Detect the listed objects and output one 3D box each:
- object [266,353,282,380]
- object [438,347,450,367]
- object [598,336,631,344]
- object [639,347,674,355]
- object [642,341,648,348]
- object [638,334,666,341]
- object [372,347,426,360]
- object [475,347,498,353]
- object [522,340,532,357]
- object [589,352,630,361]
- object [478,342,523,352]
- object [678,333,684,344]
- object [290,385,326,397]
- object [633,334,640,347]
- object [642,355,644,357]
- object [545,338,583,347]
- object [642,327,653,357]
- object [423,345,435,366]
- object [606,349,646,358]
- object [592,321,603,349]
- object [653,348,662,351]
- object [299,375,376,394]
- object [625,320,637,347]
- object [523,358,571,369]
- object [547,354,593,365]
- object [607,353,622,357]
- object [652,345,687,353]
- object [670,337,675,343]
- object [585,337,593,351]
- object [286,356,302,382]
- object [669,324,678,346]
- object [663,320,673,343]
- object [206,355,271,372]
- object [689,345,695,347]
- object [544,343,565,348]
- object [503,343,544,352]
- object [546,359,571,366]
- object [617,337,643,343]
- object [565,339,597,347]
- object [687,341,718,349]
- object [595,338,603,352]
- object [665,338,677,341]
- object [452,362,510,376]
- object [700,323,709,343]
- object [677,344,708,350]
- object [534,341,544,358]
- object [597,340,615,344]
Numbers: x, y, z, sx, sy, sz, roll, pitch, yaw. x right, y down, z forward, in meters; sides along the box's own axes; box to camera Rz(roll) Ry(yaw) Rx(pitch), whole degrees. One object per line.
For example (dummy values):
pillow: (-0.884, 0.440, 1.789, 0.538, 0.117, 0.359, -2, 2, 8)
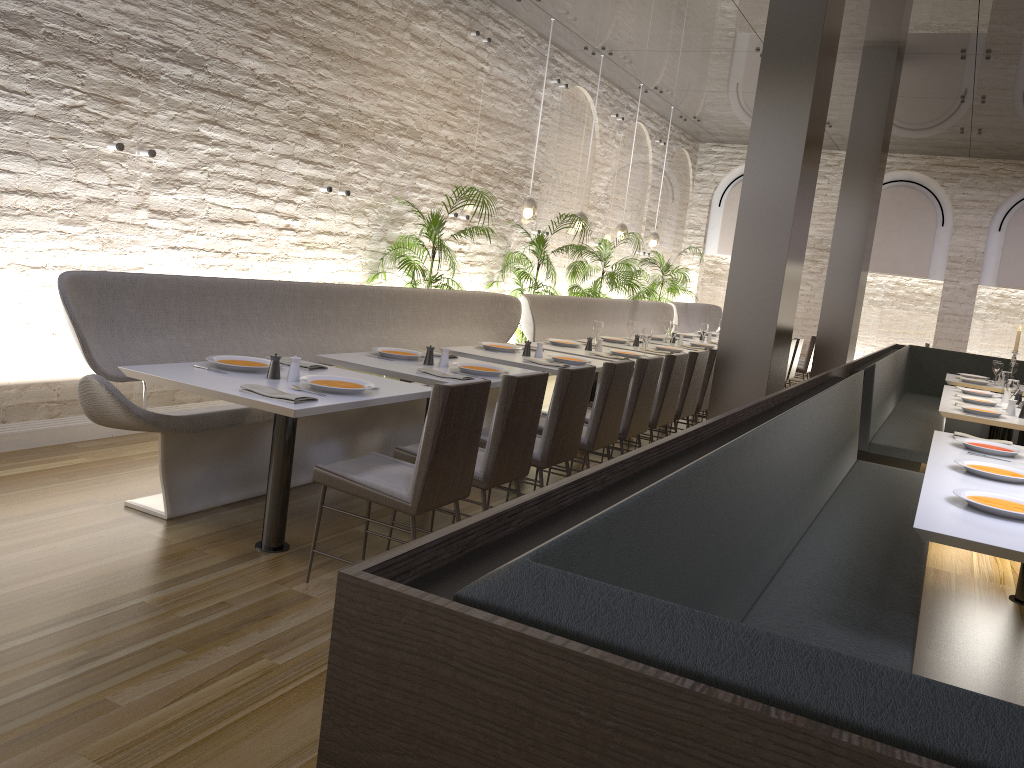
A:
object: (-1.022, -0.078, 3.815, 0.059, 0.109, 0.059, 9, 6, 18)
object: (-0.375, -0.152, 4.942, 0.059, 0.109, 0.059, 9, 6, 18)
object: (0.949, -0.409, 8.270, 0.322, 0.036, 0.323, 8, 8, 8)
object: (1.259, -0.284, 7.711, 0.273, 0.033, 0.143, 11, 9, 26)
object: (1.222, -0.391, 8.108, 0.059, 0.109, 0.059, 9, 6, 18)
object: (1.473, -0.487, 9.306, 0.322, 0.036, 0.323, 8, 8, 4)
object: (-0.648, -0.170, 5.104, 0.322, 0.036, 0.323, 8, 8, 4)
object: (-0.173, -0.233, 6.059, 0.186, 0.010, 0.017, 11, 8, 26)
object: (0.105, -0.246, 6.048, 0.059, 0.109, 0.059, 9, 6, 18)
object: (0.735, -0.206, 6.673, 0.273, 0.033, 0.143, 11, 9, 26)
object: (-0.085, -0.255, 6.220, 0.322, 0.036, 0.323, 8, 8, 4)
object: (1.745, -0.469, 9.144, 0.059, 0.109, 0.059, 9, 6, 18)
object: (-0.826, 0.027, 3.588, 0.182, 0.015, 0.038, 11, 9, 28)
object: (1.140, -0.400, 8.098, 0.059, 0.109, 0.059, 9, 6, 18)
object: (0.974, -0.239, 7.154, 0.186, 0.010, 0.017, 11, 8, 26)
object: (0.426, -0.331, 7.232, 0.321, 0.036, 0.323, 3, 9, -28)
object: (1.087, -0.340, 7.189, 0.086, 0.230, 0.087, 5, 6, -22)
object: (-0.458, -0.162, 4.932, 0.059, 0.109, 0.059, 9, 6, 18)
object: (0.900, -0.237, 6.993, 0.321, 0.036, 0.323, 3, 9, -28)
object: (0.697, -0.401, 7.268, 0.086, 0.230, 0.087, 5, 6, -22)
object: (1.336, -0.296, 7.870, 0.182, 0.015, 0.038, 11, 9, 28)
object: (-0.738, 0.008, 3.749, 0.322, 0.036, 0.323, 8, 8, 4)
object: (1.075, -0.458, 8.016, 0.086, 0.230, 0.086, 6, 6, -16)
object: (0.225, -0.129, 5.662, 0.273, 0.033, 0.143, 11, 9, 26)
object: (0.389, -0.160, 5.981, 0.322, 0.036, 0.323, 8, 8, 4)
object: (0.812, -0.217, 6.832, 0.182, 0.015, 0.038, 11, 9, 28)
object: (1.424, -0.315, 8.031, 0.322, 0.036, 0.323, 8, 8, 8)
object: (1.663, -0.478, 9.134, 0.059, 0.109, 0.059, 9, 6, 18)
object: (0.616, -0.322, 7.059, 0.059, 0.109, 0.059, 12, 7, 34)
object: (-0.939, -0.068, 3.825, 0.059, 0.109, 0.059, 9, 6, 18)
object: (1.504, -0.444, 8.308, 0.087, 0.230, 0.086, 11, 7, 32)
object: (1.586, -0.534, 9.030, 0.086, 0.230, 0.087, 5, 6, -22)
object: (-1.212, -0.086, 3.987, 0.322, 0.036, 0.323, 8, 8, 4)
object: (1.859, -0.374, 8.907, 0.182, 0.015, 0.038, 11, 9, 28)
object: (0.337, -0.309, 7.070, 0.186, 0.010, 0.017, 11, 8, 26)
object: (0.084, -0.267, 6.518, 0.273, 0.033, 0.143, 11, 9, 26)
object: (0.301, -0.141, 5.821, 0.182, 0.015, 0.038, 11, 9, 28)
object: (1.118, -0.422, 8.567, 0.273, 0.033, 0.143, 11, 9, 26)
object: (0.594, -0.344, 7.529, 0.273, 0.033, 0.143, 11, 9, 26)
object: (1.947, -0.393, 9.067, 0.322, 0.036, 0.323, 8, 8, 4)
object: (0.698, -0.313, 7.069, 0.059, 0.109, 0.059, 12, 7, 34)
object: (1.641, -0.500, 9.604, 0.273, 0.033, 0.143, 11, 9, 26)
object: (-0.174, -0.076, 4.865, 0.322, 0.036, 0.323, 8, 8, 4)
object: (2.015, -0.520, 9.322, 0.086, 0.230, 0.087, 5, 6, -22)
object: (1.783, -0.362, 8.748, 0.273, 0.033, 0.143, 11, 9, 26)
object: (0.188, -0.237, 6.058, 0.059, 0.109, 0.059, 9, 6, 18)
object: (0.861, -0.387, 8.109, 0.186, 0.010, 0.017, 11, 8, 26)
